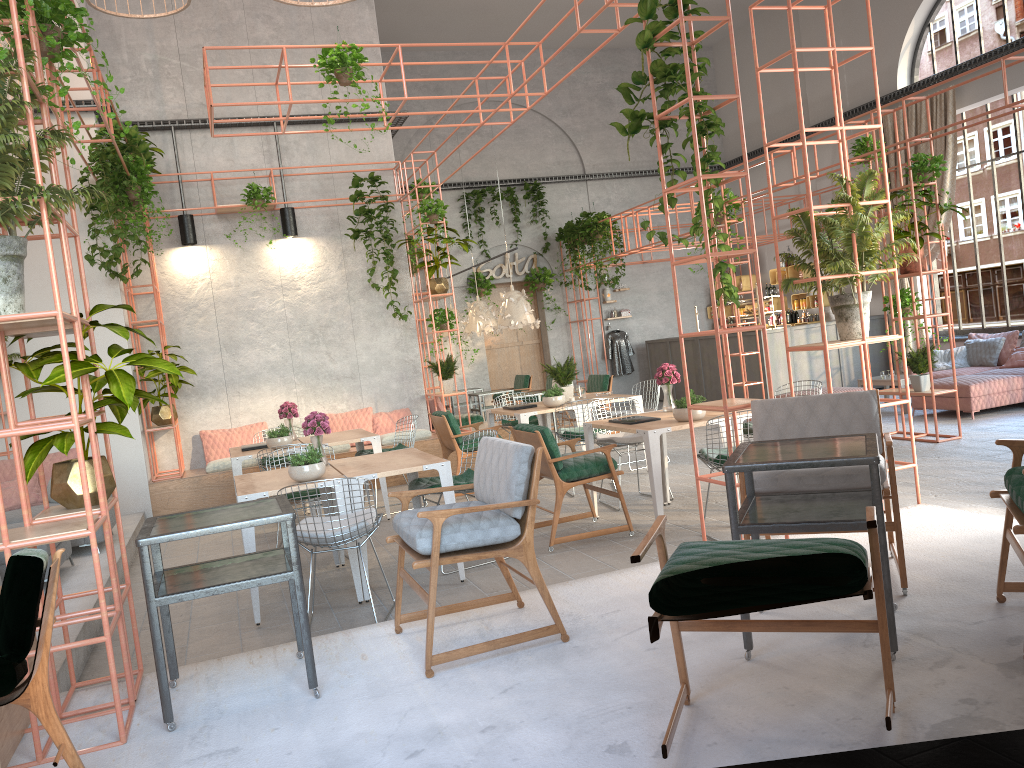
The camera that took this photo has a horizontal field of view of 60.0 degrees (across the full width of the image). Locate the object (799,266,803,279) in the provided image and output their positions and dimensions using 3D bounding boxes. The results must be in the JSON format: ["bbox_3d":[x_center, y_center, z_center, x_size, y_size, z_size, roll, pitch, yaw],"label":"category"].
[{"bbox_3d":[5.242,-2.009,15.991,0.137,0.261,0.137,-6,3,18],"label":"object"}]

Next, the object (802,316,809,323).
[{"bbox_3d":[5.274,-1.162,15.955,0.115,0.107,0.115,-5,4,38],"label":"object"}]

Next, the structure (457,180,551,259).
[{"bbox_3d":[-0.168,-3.187,17.475,1.939,1.514,0.856,-8,3,-24],"label":"structure"}]

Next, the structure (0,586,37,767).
[{"bbox_3d":[-4.393,1.144,5.188,3.396,1.111,9.152,-8,3,-18],"label":"structure"}]

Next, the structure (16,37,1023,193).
[{"bbox_3d":[-0.170,-3.576,9.680,15.603,0.110,15.203,-8,3,-18],"label":"structure"}]

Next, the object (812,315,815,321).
[{"bbox_3d":[5.391,-1.178,15.994,0.115,0.107,0.115,-8,3,-12],"label":"object"}]

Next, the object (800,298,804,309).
[{"bbox_3d":[5.220,-1.441,15.942,0.069,0.191,0.069,-6,3,17],"label":"object"}]

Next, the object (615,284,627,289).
[{"bbox_3d":[2.240,-2.011,18.305,0.263,0.101,0.013,-8,3,-18],"label":"object"}]

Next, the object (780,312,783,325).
[{"bbox_3d":[5.064,-1.237,16.553,0.072,0.248,0.094,-8,3,-18],"label":"object"}]

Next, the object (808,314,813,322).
[{"bbox_3d":[5.352,-1.181,15.898,0.073,0.131,0.073,-8,3,-25],"label":"object"}]

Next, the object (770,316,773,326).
[{"bbox_3d":[4.941,-1.218,16.879,0.070,0.209,0.070,-5,3,32],"label":"object"}]

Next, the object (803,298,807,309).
[{"bbox_3d":[5.248,-1.440,15.856,0.069,0.191,0.069,-7,3,-1],"label":"object"}]

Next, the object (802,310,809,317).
[{"bbox_3d":[5.303,-1.274,16.030,0.115,0.107,0.115,-5,4,38],"label":"object"}]

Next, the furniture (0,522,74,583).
[{"bbox_3d":[-3.923,1.340,6.710,0.941,0.446,0.975,-8,3,-18],"label":"furniture"}]

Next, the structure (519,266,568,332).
[{"bbox_3d":[0.518,-1.813,17.929,0.950,1.527,0.921,-8,3,-20],"label":"structure"}]

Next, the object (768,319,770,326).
[{"bbox_3d":[4.929,-1.181,16.966,0.073,0.131,0.073,-5,4,37],"label":"object"}]

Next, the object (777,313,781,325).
[{"bbox_3d":[5.026,-1.222,16.654,0.073,0.219,0.105,-8,3,-12],"label":"object"}]

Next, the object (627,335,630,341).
[{"bbox_3d":[2.419,-0.974,18.428,0.033,0.146,0.070,-4,4,43],"label":"object"}]

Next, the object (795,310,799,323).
[{"bbox_3d":[5.278,-1.278,16.439,0.074,0.287,0.072,-6,3,14],"label":"object"}]

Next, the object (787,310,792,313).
[{"bbox_3d":[5.198,-1.256,16.601,0.072,0.248,0.094,-8,3,-18],"label":"object"}]

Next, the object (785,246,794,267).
[{"bbox_3d":[5.117,-2.358,16.353,0.134,0.386,0.134,-9,3,-29],"label":"object"}]

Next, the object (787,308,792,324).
[{"bbox_3d":[5.119,-1.257,16.378,0.066,0.291,0.066,-9,3,-34],"label":"object"}]

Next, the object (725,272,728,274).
[{"bbox_3d":[4.385,-2.225,18.166,0.088,0.123,0.088,-5,4,38],"label":"object"}]

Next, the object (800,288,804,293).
[{"bbox_3d":[5.216,-1.709,15.940,0.083,0.159,0.083,-6,3,27],"label":"object"}]

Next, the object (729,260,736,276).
[{"bbox_3d":[4.512,-2.374,18.175,0.134,0.386,0.134,-6,3,16],"label":"object"}]

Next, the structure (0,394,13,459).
[{"bbox_3d":[-5.673,-0.159,9.228,0.624,3.596,0.424,-8,3,-18],"label":"structure"}]

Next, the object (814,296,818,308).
[{"bbox_3d":[5.385,-1.451,15.576,0.131,0.207,0.131,-6,3,27],"label":"object"}]

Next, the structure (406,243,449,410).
[{"bbox_3d":[-1.729,-0.827,16.842,0.630,3.597,0.430,-8,3,-18],"label":"structure"}]

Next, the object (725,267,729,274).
[{"bbox_3d":[4.491,-2.338,18.370,0.134,0.301,0.134,-9,3,-29],"label":"object"}]

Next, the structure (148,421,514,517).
[{"bbox_3d":[-2.922,1.056,13.448,4.386,0.500,5.831,-8,3,-18],"label":"structure"}]

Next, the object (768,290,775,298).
[{"bbox_3d":[4.925,-1.710,16.820,0.115,0.147,0.115,-8,3,-9],"label":"object"}]

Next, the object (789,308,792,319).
[{"bbox_3d":[5.169,-1.267,16.487,0.074,0.287,0.072,-6,3,14],"label":"object"}]

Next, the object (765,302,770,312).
[{"bbox_3d":[4.905,-1.461,16.974,0.131,0.207,0.131,-6,3,27],"label":"object"}]

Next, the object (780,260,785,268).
[{"bbox_3d":[4.990,-2.209,16.344,0.088,0.123,0.088,-5,4,38],"label":"object"}]

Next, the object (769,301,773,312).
[{"bbox_3d":[4.940,-1.484,16.820,0.072,0.248,0.094,-8,3,-18],"label":"object"}]

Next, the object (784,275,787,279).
[{"bbox_3d":[5.071,-1.945,16.334,0.123,0.142,0.141,-8,3,-18],"label":"object"}]

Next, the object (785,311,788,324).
[{"bbox_3d":[5.091,-1.235,16.455,0.082,0.246,0.082,-6,3,14],"label":"object"}]

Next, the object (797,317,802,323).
[{"bbox_3d":[5.233,-1.163,16.078,0.115,0.107,0.115,-8,3,-21],"label":"object"}]

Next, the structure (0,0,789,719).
[{"bbox_3d":[-2.629,-1.001,10.861,4.501,4.345,14.096,-8,3,-19],"label":"structure"}]

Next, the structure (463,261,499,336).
[{"bbox_3d":[-0.714,-1.657,17.476,0.921,1.527,0.950,-6,3,15],"label":"structure"}]

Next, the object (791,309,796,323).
[{"bbox_3d":[5.203,-1.264,16.411,0.065,0.280,0.065,-6,3,25],"label":"object"}]

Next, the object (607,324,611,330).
[{"bbox_3d":[1.997,-1.169,18.278,0.093,0.121,0.049,-8,3,-16],"label":"object"}]

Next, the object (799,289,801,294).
[{"bbox_3d":[5.187,-1.709,16.026,0.083,0.159,0.083,-6,3,27],"label":"object"}]

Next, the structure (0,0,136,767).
[{"bbox_3d":[-2.010,-0.324,3.417,0.748,3.623,0.722,-8,3,-18],"label":"structure"}]

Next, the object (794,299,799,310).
[{"bbox_3d":[5.168,-1.442,16.097,0.069,0.191,0.069,-7,3,-6],"label":"object"}]

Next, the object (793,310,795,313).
[{"bbox_3d":[5.252,-1.276,16.519,0.065,0.280,0.065,-7,3,9],"label":"object"}]

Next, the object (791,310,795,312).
[{"bbox_3d":[5.265,-1.265,16.620,0.072,0.248,0.094,-8,3,-18],"label":"object"}]

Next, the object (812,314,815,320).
[{"bbox_3d":[5.444,-1.201,16.074,0.073,0.131,0.073,-4,4,43],"label":"object"}]

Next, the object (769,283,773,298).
[{"bbox_3d":[4.941,-1.790,16.938,0.066,0.291,0.066,-8,3,-12],"label":"object"}]

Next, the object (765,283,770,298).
[{"bbox_3d":[4.868,-1.780,16.913,0.066,0.291,0.066,-5,4,42],"label":"object"}]

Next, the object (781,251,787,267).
[{"bbox_3d":[5.096,-2.323,16.548,0.134,0.301,0.134,-9,3,-29],"label":"object"}]

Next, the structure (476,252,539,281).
[{"bbox_3d":[-0.103,-2.357,17.616,1.312,0.505,0.063,-8,3,-18],"label":"structure"}]

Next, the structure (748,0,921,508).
[{"bbox_3d":[2.150,-0.766,5.886,0.624,3.602,0.424,-8,3,-18],"label":"structure"}]

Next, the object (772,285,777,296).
[{"bbox_3d":[5.018,-1.801,16.961,0.066,0.291,0.066,-6,3,22],"label":"object"}]

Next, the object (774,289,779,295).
[{"bbox_3d":[5.048,-1.728,16.861,0.115,0.147,0.115,-8,3,-9],"label":"object"}]

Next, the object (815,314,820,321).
[{"bbox_3d":[5.486,-1.200,15.948,0.073,0.131,0.073,-8,3,-25],"label":"object"}]

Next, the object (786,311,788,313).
[{"bbox_3d":[5.132,-1.246,16.574,0.072,0.248,0.094,-8,3,-18],"label":"object"}]

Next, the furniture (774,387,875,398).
[{"bbox_3d":[4.117,0.290,11.674,0.941,0.446,0.976,-8,3,-18],"label":"furniture"}]
